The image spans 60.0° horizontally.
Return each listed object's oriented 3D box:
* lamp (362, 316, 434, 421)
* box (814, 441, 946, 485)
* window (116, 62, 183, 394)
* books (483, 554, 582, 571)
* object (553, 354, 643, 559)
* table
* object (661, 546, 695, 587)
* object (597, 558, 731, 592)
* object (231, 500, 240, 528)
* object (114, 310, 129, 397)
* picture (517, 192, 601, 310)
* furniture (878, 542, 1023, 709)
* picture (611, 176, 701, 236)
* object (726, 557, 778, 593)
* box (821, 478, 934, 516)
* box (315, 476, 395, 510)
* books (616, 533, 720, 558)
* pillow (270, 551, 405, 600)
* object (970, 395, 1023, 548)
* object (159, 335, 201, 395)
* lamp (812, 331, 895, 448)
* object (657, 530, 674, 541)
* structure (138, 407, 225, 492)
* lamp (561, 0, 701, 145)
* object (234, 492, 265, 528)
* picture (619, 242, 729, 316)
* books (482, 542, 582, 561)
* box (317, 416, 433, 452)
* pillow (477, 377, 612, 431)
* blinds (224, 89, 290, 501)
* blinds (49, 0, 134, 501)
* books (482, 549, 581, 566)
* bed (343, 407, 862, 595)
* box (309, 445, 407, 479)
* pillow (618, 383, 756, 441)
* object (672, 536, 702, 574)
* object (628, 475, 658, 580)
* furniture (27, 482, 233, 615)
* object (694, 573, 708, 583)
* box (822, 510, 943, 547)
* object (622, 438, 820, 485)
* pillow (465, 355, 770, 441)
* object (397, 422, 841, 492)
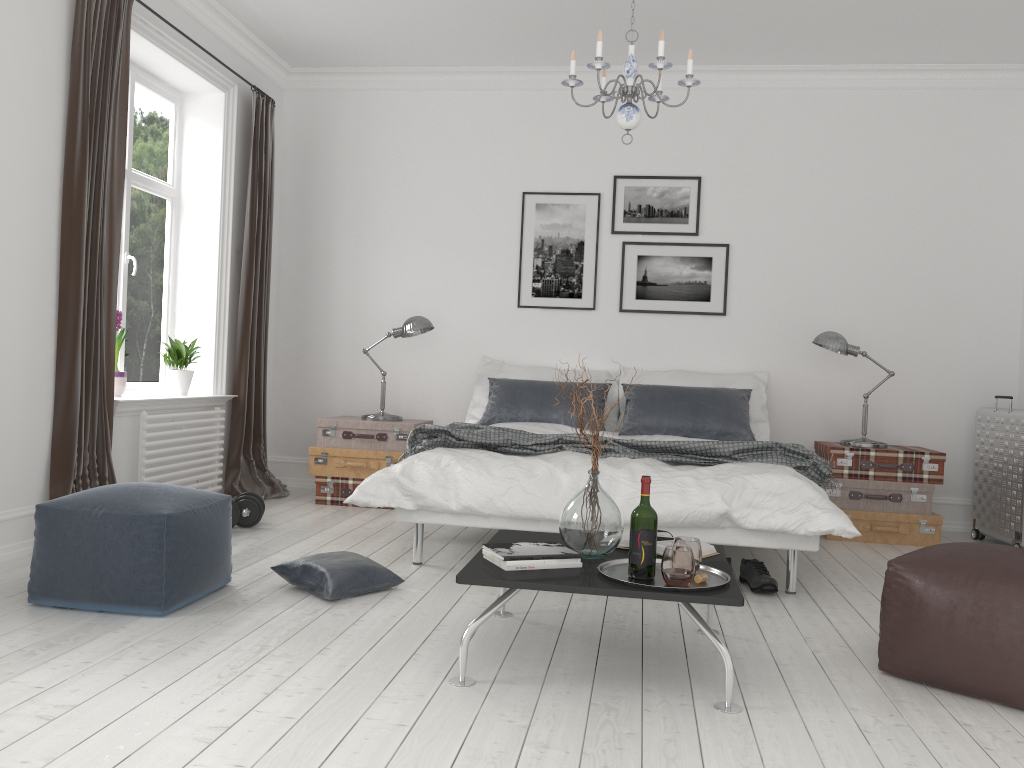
[{"bbox_3d":[-0.763,-0.106,5.882,0.488,0.699,0.269,3,1,8],"label":"lamp"},{"bbox_3d":[2.238,0.478,5.446,0.647,0.185,0.537,3,1,8],"label":"box"},{"bbox_3d":[-2.238,-0.892,5.174,0.120,1.956,1.112,3,1,8],"label":"window"},{"bbox_3d":[0.063,0.554,2.790,0.259,0.014,0.191,2,1,-22],"label":"books"},{"bbox_3d":[0.236,0.234,2.896,0.291,0.666,0.313,2,1,-29],"label":"object"},{"bbox_3d":[0.290,0.727,2.896,0.833,0.313,0.824,3,1,8],"label":"table"},{"bbox_3d":[0.481,0.529,2.570,0.095,0.106,0.095,3,1,20],"label":"object"},{"bbox_3d":[0.394,0.594,2.773,0.395,0.063,0.622,2,1,-32],"label":"object"},{"bbox_3d":[-1.563,0.689,4.733,0.179,0.179,0.326,2,1,-37],"label":"object"},{"bbox_3d":[-2.169,-0.169,4.847,0.129,0.476,0.129,2,1,-31],"label":"object"},{"bbox_3d":[0.327,-0.929,6.190,0.545,0.810,0.015,3,1,8],"label":"picture"},{"bbox_3d":[1.544,0.730,2.841,0.646,0.423,0.646,3,1,42],"label":"furniture"},{"bbox_3d":[0.988,-1.225,6.090,0.592,0.403,0.015,3,1,8],"label":"picture"},{"bbox_3d":[1.002,0.838,3.923,0.322,0.127,0.300,3,1,8],"label":"object"},{"bbox_3d":[2.173,0.660,5.453,0.647,0.185,0.537,3,1,8],"label":"box"},{"bbox_3d":[-0.919,0.697,5.916,0.647,0.185,0.537,3,1,8],"label":"box"},{"bbox_3d":[0.514,0.558,3.083,0.342,0.040,0.231,3,1,40],"label":"books"},{"bbox_3d":[-0.707,0.761,3.602,0.381,0.121,0.391,3,1,39],"label":"pillow"},{"bbox_3d":[2.995,0.524,5.308,0.208,0.902,0.647,3,1,-2],"label":"object"},{"bbox_3d":[-2.042,-0.119,5.448,0.284,0.369,0.215,2,1,-13],"label":"object"},{"bbox_3d":[2.090,0.029,5.455,0.488,0.699,0.269,3,1,8],"label":"lamp"},{"bbox_3d":[0.513,0.528,3.079,0.135,0.030,0.141,3,1,-7],"label":"object"},{"bbox_3d":[-1.932,0.475,5.139,0.114,0.670,0.887,3,1,9],"label":"structure"},{"bbox_3d":[0.520,-1.587,3.795,0.594,1.123,0.528,3,1,8],"label":"lamp"},{"bbox_3d":[-1.457,0.692,4.883,0.179,0.179,0.326,2,1,-12],"label":"object"},{"bbox_3d":[1.108,-0.723,6.075,0.720,0.486,0.015,3,1,8],"label":"picture"},{"bbox_3d":[0.060,0.526,2.796,0.257,0.012,0.207,2,1,-21],"label":"books"},{"bbox_3d":[-0.907,0.330,5.907,0.647,0.185,0.537,3,1,8],"label":"box"},{"bbox_3d":[0.212,0.141,5.710,0.837,0.329,0.405,3,1,9],"label":"pillow"},{"bbox_3d":[-1.624,-0.592,5.945,0.327,2.680,0.779,3,1,3],"label":"blinds"},{"bbox_3d":[-1.912,-0.582,4.231,0.294,2.681,0.582,3,1,16],"label":"blinds"},{"bbox_3d":[0.060,0.540,2.789,0.254,0.014,0.191,2,1,-24],"label":"books"},{"bbox_3d":[0.529,0.405,4.923,2.217,0.926,2.473,3,1,9],"label":"bed"},{"bbox_3d":[-0.961,0.511,5.916,0.647,0.185,0.537,3,1,8],"label":"box"},{"bbox_3d":[1.093,0.182,5.569,0.842,0.339,0.405,3,1,9],"label":"pillow"},{"bbox_3d":[0.536,0.530,2.733,0.095,0.106,0.095,3,1,20],"label":"object"},{"bbox_3d":[0.394,0.426,2.648,0.081,0.303,0.081,3,1,25],"label":"object"},{"bbox_3d":[-1.420,0.589,3.367,0.646,0.423,0.646,3,1,10],"label":"furniture"},{"bbox_3d":[0.558,0.574,2.619,0.024,0.024,0.046,3,1,38],"label":"object"},{"bbox_3d":[2.221,0.846,5.447,0.647,0.185,0.537,3,1,8],"label":"box"},{"bbox_3d":[0.473,0.522,4.656,2.236,0.500,0.521,3,1,11],"label":"object"},{"bbox_3d":[0.700,0.108,5.848,1.965,0.529,0.465,3,1,8],"label":"pillow"},{"bbox_3d":[0.444,0.421,4.284,2.154,0.377,0.536,3,1,11],"label":"object"}]
